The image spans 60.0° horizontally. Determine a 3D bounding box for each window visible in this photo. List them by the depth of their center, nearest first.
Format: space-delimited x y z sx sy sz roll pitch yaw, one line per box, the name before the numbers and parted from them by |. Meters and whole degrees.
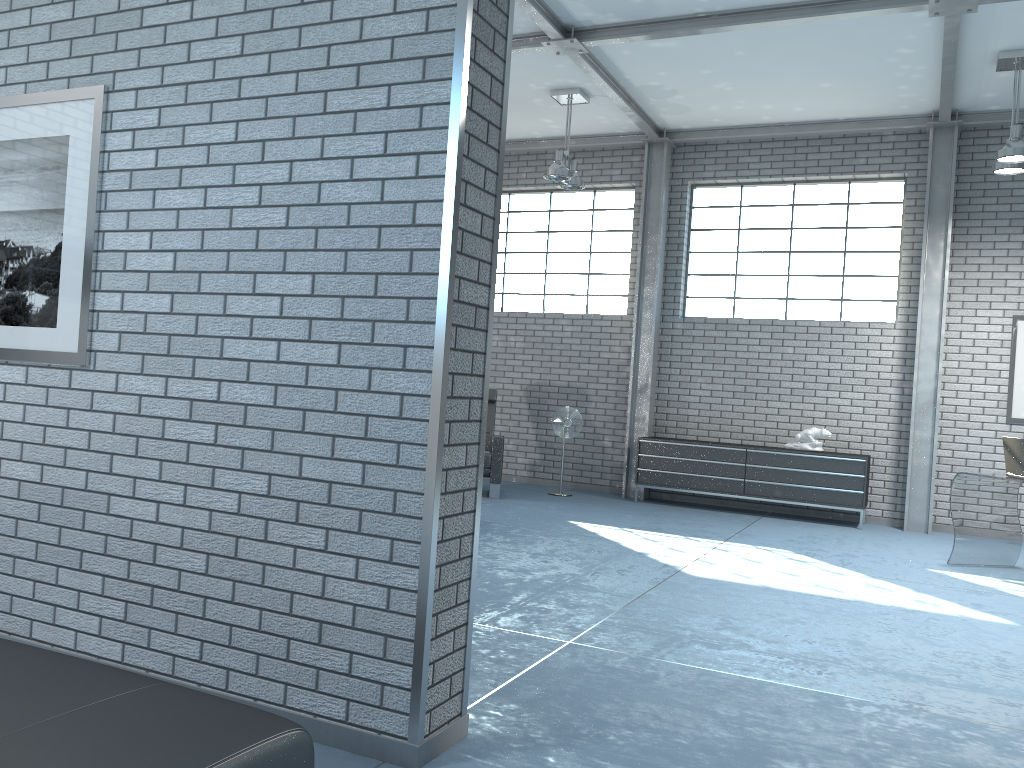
window | 2.960 -1.403 9.435 2.200 1.500 0.100 4 0 25
window | 0.425 -1.570 10.613 2.200 1.500 0.100 4 0 25

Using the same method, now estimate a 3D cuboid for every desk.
desk | 3.743 1.039 6.155 0.593 0.718 1.358 4 0 -10

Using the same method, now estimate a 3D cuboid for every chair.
chair | -0.460 0.573 9.259 0.763 1.099 0.940 4 0 0

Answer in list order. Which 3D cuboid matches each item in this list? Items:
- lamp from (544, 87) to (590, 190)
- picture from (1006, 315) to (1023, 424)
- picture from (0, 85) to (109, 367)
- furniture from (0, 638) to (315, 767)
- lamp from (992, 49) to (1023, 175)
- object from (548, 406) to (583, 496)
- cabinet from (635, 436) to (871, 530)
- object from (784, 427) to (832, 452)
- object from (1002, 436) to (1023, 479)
lamp | 0.538 -2.384 8.603 0.300 0.872 0.639 4 0 25
picture | 5.363 -0.097 8.048 1.490 1.015 0.020 4 0 25
picture | -2.167 -0.612 3.502 1.490 1.015 0.020 4 0 25
furniture | -1.178 0.859 2.058 1.291 0.301 0.685 4 0 25
lamp | 3.978 -2.157 7.004 0.300 0.872 0.639 4 0 25
object | 0.549 0.714 9.523 0.342 0.954 0.258 4 0 -9
cabinet | 2.423 0.975 9.066 2.250 0.682 0.510 4 0 25
object | 2.947 0.547 8.836 0.151 0.244 0.496 4 0 -40
object | 3.703 0.532 6.238 0.320 0.288 0.380 4 0 0
